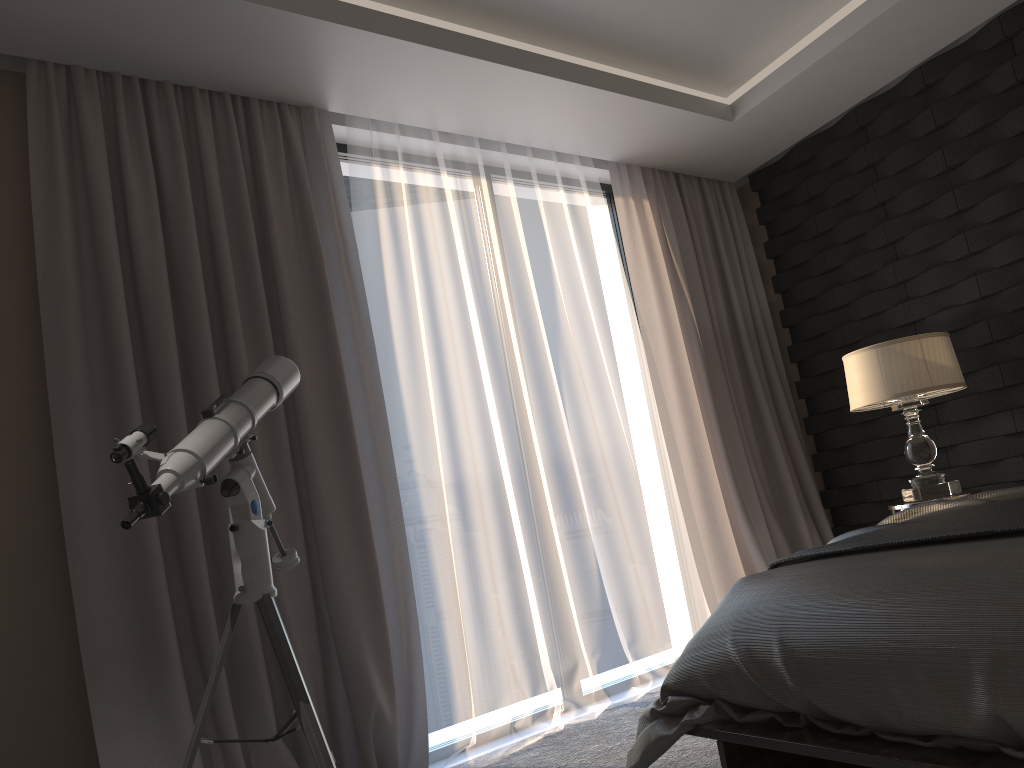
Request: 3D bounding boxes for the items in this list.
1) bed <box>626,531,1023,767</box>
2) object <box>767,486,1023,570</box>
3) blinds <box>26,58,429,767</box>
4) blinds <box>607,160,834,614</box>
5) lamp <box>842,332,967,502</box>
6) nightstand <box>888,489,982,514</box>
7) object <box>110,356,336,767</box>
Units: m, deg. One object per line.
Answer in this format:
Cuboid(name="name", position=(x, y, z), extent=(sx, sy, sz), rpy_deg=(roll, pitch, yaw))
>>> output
Cuboid(name="bed", position=(1.742, 0.473, 1.935), extent=(2.409, 0.623, 2.182), rpy_deg=(-5, -11, -30))
Cuboid(name="object", position=(1.305, 0.336, 1.715), extent=(0.650, 0.322, 1.953), rpy_deg=(-5, -11, -29))
Cuboid(name="blinds", position=(-0.833, 0.084, 2.804), extent=(1.109, 2.637, 0.339), rpy_deg=(-3, -11, -39))
Cuboid(name="blinds", position=(1.150, -0.015, 4.480), extent=(1.057, 2.636, 0.322), rpy_deg=(-2, -12, -39))
Cuboid(name="lamp", position=(1.635, 0.151, 3.586), extent=(0.465, 0.630, 0.467), rpy_deg=(-11, -9, 2))
Cuboid(name="nightstand", position=(1.743, 0.748, 3.478), extent=(0.570, 0.602, 0.533), rpy_deg=(-7, -10, -18))
Cuboid(name="object", position=(-0.632, 0.561, 2.134), extent=(0.651, 1.404, 0.564), rpy_deg=(-3, -11, -38))
